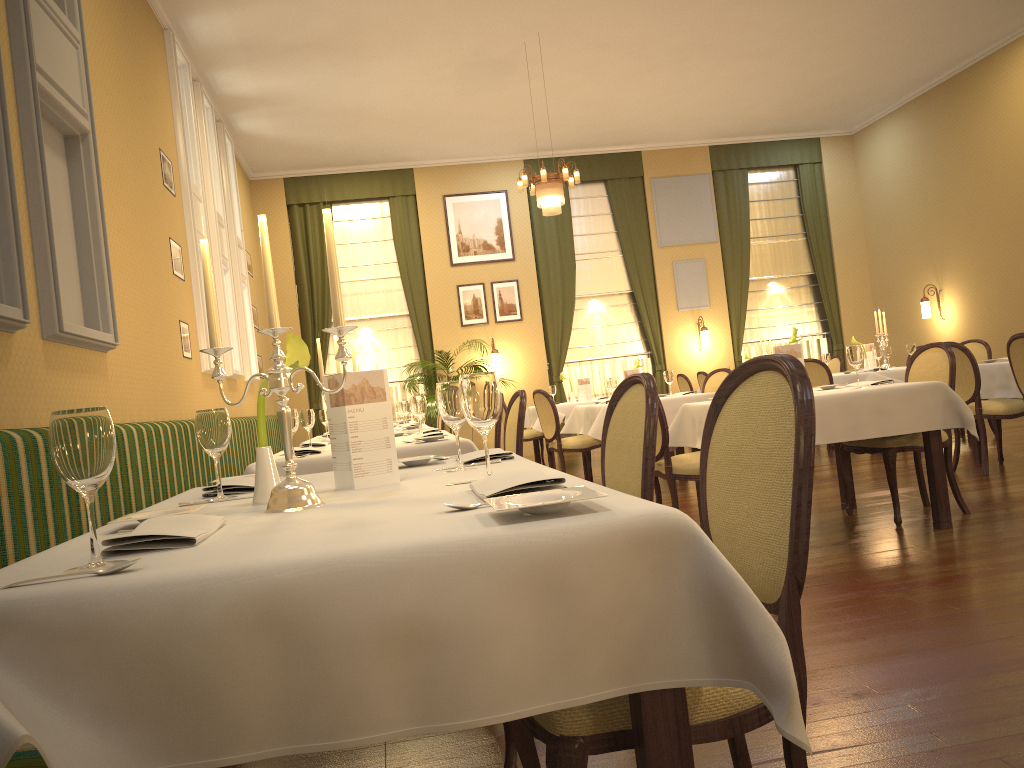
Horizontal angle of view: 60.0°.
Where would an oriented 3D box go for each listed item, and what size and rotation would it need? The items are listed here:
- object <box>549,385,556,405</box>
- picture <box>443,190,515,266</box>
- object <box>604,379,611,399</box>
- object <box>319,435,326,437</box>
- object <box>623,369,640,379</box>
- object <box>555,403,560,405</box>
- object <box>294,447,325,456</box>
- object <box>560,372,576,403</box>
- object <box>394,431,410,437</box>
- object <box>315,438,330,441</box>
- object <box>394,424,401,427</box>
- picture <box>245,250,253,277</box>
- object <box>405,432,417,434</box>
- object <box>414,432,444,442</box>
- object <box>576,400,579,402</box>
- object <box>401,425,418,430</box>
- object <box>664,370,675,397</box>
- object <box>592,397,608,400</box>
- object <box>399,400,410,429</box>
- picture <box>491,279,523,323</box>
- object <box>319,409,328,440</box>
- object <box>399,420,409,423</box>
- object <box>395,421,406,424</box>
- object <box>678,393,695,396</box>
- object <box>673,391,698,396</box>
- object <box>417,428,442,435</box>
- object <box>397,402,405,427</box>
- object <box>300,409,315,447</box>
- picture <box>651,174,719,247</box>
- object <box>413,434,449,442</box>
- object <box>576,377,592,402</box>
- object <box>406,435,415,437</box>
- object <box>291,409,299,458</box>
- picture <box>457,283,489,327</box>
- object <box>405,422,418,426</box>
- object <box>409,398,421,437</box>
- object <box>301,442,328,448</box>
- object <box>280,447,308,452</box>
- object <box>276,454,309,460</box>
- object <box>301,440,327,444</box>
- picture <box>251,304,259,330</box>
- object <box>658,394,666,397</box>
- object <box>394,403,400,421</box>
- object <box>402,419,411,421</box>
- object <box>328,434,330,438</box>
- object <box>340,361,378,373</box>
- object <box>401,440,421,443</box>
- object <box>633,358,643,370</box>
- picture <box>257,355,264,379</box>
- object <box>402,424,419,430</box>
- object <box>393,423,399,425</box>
[{"bbox_3d":[0.483,0.133,10.384,0.088,0.229,0.088,-7,-1,39],"label":"object"},{"bbox_3d":[-0.486,-2.312,13.140,0.966,1.057,0.027,-6,-1,-9],"label":"picture"},{"bbox_3d":[1.127,0.058,10.350,0.088,0.229,0.088,-7,-1,39],"label":"object"},{"bbox_3d":[-1.537,0.434,7.369,0.160,0.024,0.160,-6,-1,-9],"label":"object"},{"bbox_3d":[1.050,0.014,7.826,0.166,0.277,0.081,-7,-1,38],"label":"object"},{"bbox_3d":[0.476,0.237,10.588,0.142,0.033,0.273,-6,-1,-9],"label":"object"},{"bbox_3d":[-1.012,0.335,4.409,0.142,0.033,0.273,-6,-1,-9],"label":"object"},{"bbox_3d":[0.669,0.040,10.604,0.163,0.375,0.076,-7,-1,13],"label":"object"},{"bbox_3d":[-0.716,0.317,5.554,0.160,0.024,0.160,-6,-1,-9],"label":"object"},{"bbox_3d":[-1.421,0.417,6.773,0.181,0.015,0.038,-7,-1,-7],"label":"object"},{"bbox_3d":[-1.113,0.395,8.228,0.160,0.024,0.160,-6,-1,-9],"label":"object"},{"bbox_3d":[-3.432,-1.570,11.569,0.008,0.294,0.504,-6,-1,-9],"label":"picture"},{"bbox_3d":[-0.600,0.310,5.686,0.181,0.015,0.038,-7,-1,-7],"label":"object"},{"bbox_3d":[-0.427,0.269,4.532,0.142,0.033,0.273,-6,-1,-9],"label":"object"},{"bbox_3d":[0.811,0.205,10.896,0.160,0.024,0.160,-6,-1,-9],"label":"object"},{"bbox_3d":[-0.782,0.341,6.889,0.160,0.024,0.160,-6,-1,-9],"label":"object"},{"bbox_3d":[1.365,-0.002,7.670,0.088,0.229,0.088,-7,-1,33],"label":"object"},{"bbox_3d":[1.070,0.174,10.703,0.142,0.024,0.273,-6,-1,-9],"label":"object"},{"bbox_3d":[-0.886,0.255,7.391,0.088,0.229,0.088,-7,-1,39],"label":"object"},{"bbox_3d":[-0.079,-1.228,13.173,0.412,0.619,0.022,-6,-1,-9],"label":"picture"},{"bbox_3d":[-1.441,0.313,6.863,0.088,0.229,0.088,-7,-1,39],"label":"object"},{"bbox_3d":[-1.221,0.425,9.875,0.142,0.033,0.273,-6,-1,-9],"label":"object"},{"bbox_3d":[-1.179,0.419,9.558,0.160,0.024,0.160,-6,-1,-9],"label":"object"},{"bbox_3d":[1.518,0.092,7.783,0.185,0.010,0.017,-6,-1,-8],"label":"object"},{"bbox_3d":[1.555,0.085,7.980,0.142,0.024,0.273,-6,-1,-9],"label":"object"},{"bbox_3d":[-0.515,0.295,5.478,0.142,0.024,0.273,-6,-1,-9],"label":"object"},{"bbox_3d":[-0.965,0.270,7.861,0.088,0.229,0.088,-7,-1,39],"label":"object"},{"bbox_3d":[-1.183,0.263,5.159,0.088,0.229,0.088,-7,-1,39],"label":"object"},{"bbox_3d":[2.655,-2.670,13.616,0.966,1.057,0.027,-6,-1,-9],"label":"picture"},{"bbox_3d":[-0.385,0.263,4.215,0.160,0.024,0.160,-6,-1,-9],"label":"object"},{"bbox_3d":[0.859,0.068,10.484,0.166,0.277,0.081,-7,-1,-2],"label":"object"},{"bbox_3d":[-0.552,0.301,5.281,0.185,0.010,0.017,-6,-1,-8],"label":"object"},{"bbox_3d":[-1.044,0.235,4.189,0.088,0.229,0.088,-7,-1,39],"label":"object"},{"bbox_3d":[-0.579,-1.171,13.097,0.412,0.619,0.022,-6,-1,-9],"label":"picture"},{"bbox_3d":[-0.913,0.372,8.152,0.142,0.024,0.273,-6,-1,-9],"label":"object"},{"bbox_3d":[-0.551,0.190,5.204,0.088,0.229,0.088,-7,-1,39],"label":"object"},{"bbox_3d":[-1.190,0.367,5.363,0.142,0.033,0.273,-6,-1,-9],"label":"object"},{"bbox_3d":[-1.140,0.356,4.695,0.160,0.024,0.160,-6,-1,-9],"label":"object"},{"bbox_3d":[-1.024,0.339,4.100,0.181,0.015,0.038,-7,-1,-7],"label":"object"},{"bbox_3d":[-1.260,0.381,5.625,0.160,0.024,0.160,-6,-1,-9],"label":"object"},{"bbox_3d":[-3.351,-0.870,11.561,0.008,0.294,0.504,-6,-1,-9],"label":"picture"},{"bbox_3d":[1.354,0.108,8.056,0.160,0.024,0.160,-6,-1,-9],"label":"object"},{"bbox_3d":[-1.282,0.333,10.060,0.088,0.229,0.088,-7,-1,39],"label":"object"},{"bbox_3d":[-1.309,0.450,10.821,0.142,0.024,0.273,-6,-1,-9],"label":"object"},{"bbox_3d":[-1.409,0.413,7.083,0.142,0.033,0.273,-6,-1,-9],"label":"object"},{"bbox_3d":[-1.245,0.086,7.357,0.390,0.655,0.131,-7,-1,6],"label":"object"},{"bbox_3d":[-0.455,0.277,4.362,0.181,0.015,0.038,-7,-1,-7],"label":"object"},{"bbox_3d":[1.112,-0.043,7.948,0.163,0.375,0.076,-6,-1,-32],"label":"object"},{"bbox_3d":[-3.274,-0.223,11.539,0.008,0.294,0.437,-6,-1,-9],"label":"picture"},{"bbox_3d":[-0.824,0.347,7.206,0.142,0.033,0.273,-6,-1,-9],"label":"object"},{"bbox_3d":[-1.249,0.433,9.705,0.181,0.015,0.038,-7,-1,-7],"label":"object"}]
